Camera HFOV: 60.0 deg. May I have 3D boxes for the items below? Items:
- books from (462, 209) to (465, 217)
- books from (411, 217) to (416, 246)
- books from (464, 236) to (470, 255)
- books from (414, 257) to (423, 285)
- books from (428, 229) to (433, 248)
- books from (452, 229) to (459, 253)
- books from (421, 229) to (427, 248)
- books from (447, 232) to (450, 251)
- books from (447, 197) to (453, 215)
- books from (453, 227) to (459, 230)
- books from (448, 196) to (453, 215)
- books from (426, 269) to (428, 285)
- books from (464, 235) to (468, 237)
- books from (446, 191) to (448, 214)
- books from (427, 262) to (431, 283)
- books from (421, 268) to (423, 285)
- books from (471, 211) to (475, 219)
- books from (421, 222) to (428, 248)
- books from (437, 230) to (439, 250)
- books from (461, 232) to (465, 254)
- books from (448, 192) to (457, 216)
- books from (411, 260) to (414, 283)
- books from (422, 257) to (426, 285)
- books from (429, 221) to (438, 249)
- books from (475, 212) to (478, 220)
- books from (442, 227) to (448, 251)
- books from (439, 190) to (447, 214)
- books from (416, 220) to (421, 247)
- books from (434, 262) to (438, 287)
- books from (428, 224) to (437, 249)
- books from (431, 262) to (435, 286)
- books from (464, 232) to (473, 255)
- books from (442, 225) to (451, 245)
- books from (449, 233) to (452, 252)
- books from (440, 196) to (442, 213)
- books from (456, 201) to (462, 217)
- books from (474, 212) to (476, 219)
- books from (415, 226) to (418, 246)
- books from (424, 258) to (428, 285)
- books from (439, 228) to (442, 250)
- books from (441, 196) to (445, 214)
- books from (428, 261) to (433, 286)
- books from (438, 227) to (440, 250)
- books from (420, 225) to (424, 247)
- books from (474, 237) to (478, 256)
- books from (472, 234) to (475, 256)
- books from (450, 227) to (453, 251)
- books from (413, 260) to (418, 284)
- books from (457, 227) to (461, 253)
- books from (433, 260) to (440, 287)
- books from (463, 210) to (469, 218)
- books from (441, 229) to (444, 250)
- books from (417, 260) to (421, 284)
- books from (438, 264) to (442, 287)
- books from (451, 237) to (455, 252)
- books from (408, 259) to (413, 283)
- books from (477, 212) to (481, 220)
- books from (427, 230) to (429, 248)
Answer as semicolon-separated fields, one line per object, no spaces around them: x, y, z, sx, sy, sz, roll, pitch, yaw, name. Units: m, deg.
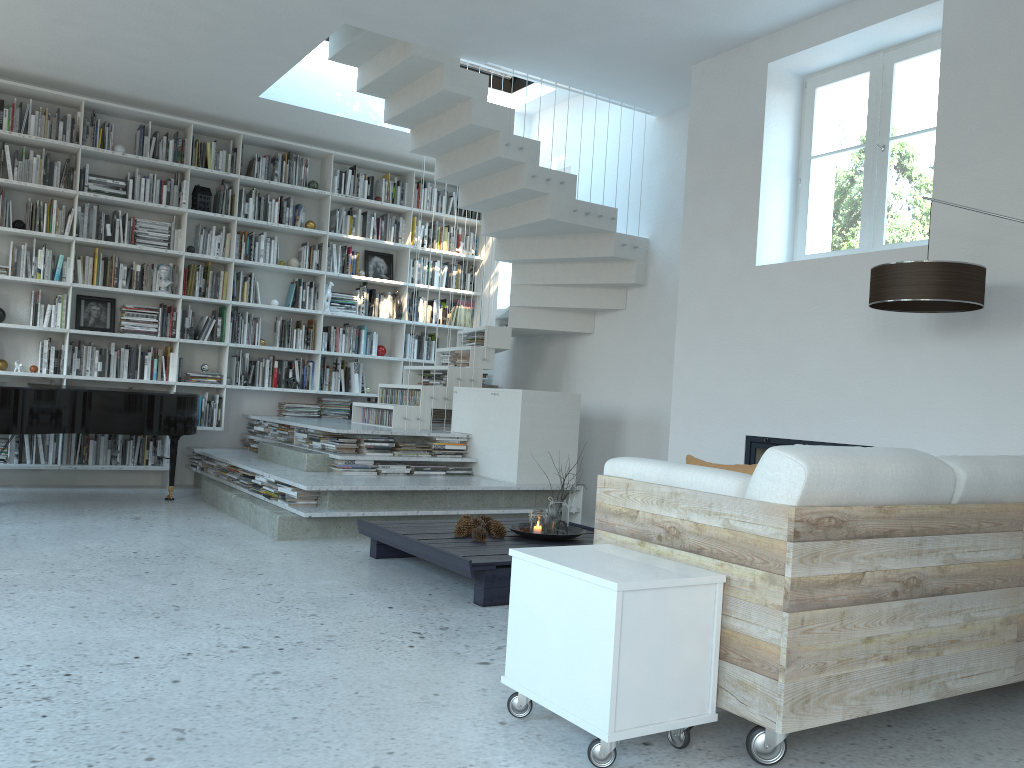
-0.536;-1.805;9.168;0.068;0.247;0.160;4;-1;-33;books
-1.000;-1.497;8.777;0.010;0.294;0.183;4;-1;-33;books
-0.501;-1.418;9.195;0.023;0.213;0.180;4;-1;-33;books
-0.947;-1.120;8.899;0.014;0.285;0.185;4;-1;-33;books
-0.844;-1.444;8.902;0.025;0.211;0.134;4;-1;-33;books
-0.604;-1.449;9.123;0.022;0.261;0.160;4;-1;-33;books
-0.904;-1.440;8.837;0.024;0.193;0.189;4;-1;-33;books
-0.693;-1.436;9.066;0.023;0.220;0.171;4;-1;-33;books
-0.670;-1.798;9.082;0.057;0.212;0.163;4;-1;-33;books
-0.600;-1.465;9.150;0.011;0.294;0.151;4;-1;-33;books
-0.648;-1.808;9.112;0.010;0.235;0.131;4;-1;-33;books
-0.897;-1.062;8.967;0.027;0.179;0.157;4;-1;-33;books
-0.495;-1.424;9.228;0.023;0.228;0.131;4;-1;-33;books
-0.701;-1.826;9.066;0.015;0.263;0.143;4;-1;-33;books
-0.871;-1.101;8.967;0.013;0.260;0.158;4;-1;-33;books
-0.950;-1.072;8.937;0.028;0.191;0.136;4;-1;-33;books
-0.439;-1.818;9.203;0.014;0.286;0.189;4;-1;-33;books
-0.891;-1.474;8.862;0.023;0.263;0.158;4;-1;-33;books
-0.785;-1.437;8.927;0.014;0.206;0.184;4;-1;-33;books
-0.539;-1.441;9.172;0.070;0.254;0.154;4;-1;-33;books
-0.617;-1.826;9.127;0.069;0.277;0.131;4;-1;-33;books
-1.033;-1.108;8.882;0.026;0.250;0.160;4;-1;-33;books
-0.922;-1.123;8.946;0.022;0.297;0.162;4;-1;-33;books
-0.795;-1.483;8.915;0.022;0.296;0.152;4;-1;-33;books
-0.407;-1.796;9.244;0.014;0.248;0.185;4;-1;-33;books
-0.731;-1.450;8.984;0.042;0.242;0.247;4;-1;-33;books
-0.714;-1.837;9.063;0.012;0.285;0.159;4;-1;-33;books
-0.961;-1.479;8.793;0.026;0.263;0.189;4;-1;-33;books
-0.813;-1.098;9.000;0.022;0.262;0.172;4;-1;-33;books
-0.812;-1.463;8.899;0.023;0.253;0.189;4;-1;-33;books
-0.834;-1.098;8.990;0.024;0.259;0.156;4;-1;-33;books
-0.464;-1.437;9.230;0.029;0.258;0.163;4;-1;-33;books
-0.681;-1.472;9.082;0.010;0.295;0.165;4;-1;-33;books
-0.666;-1.430;9.077;0.013;0.213;0.186;4;-1;-33;books
-0.759;-1.811;9.043;0.014;0.226;0.133;4;-1;-33;books
-0.567;-1.781;9.130;0.024;0.193;0.186;4;-1;-33;books
-0.429;-1.765;9.228;0.036;0.183;0.161;4;-1;-33;books
-0.988;-1.452;8.786;0.024;0.205;0.165;4;-1;-33;books
-0.902;-1.120;8.946;0.012;0.293;0.165;4;-1;-33;books
-0.758;-1.451;8.952;0.012;0.237;0.165;4;-1;-33;books
-0.735;-1.801;9.042;0.026;0.208;0.163;4;-1;-33;books
-0.859;-1.105;8.985;0.025;0.271;0.152;4;-1;-33;books
-0.772;-1.454;8.942;0.022;0.242;0.144;4;-1;-33;books
-0.937;-1.457;8.822;0.049;0.223;0.161;4;-1;-33;books
-0.405;-1.412;9.246;0.011;0.216;0.170;4;-1;-33;books
-0.435;-1.429;9.248;0.040;0.246;0.160;4;-1;-33;books
-0.662;-1.463;9.109;0.024;0.281;0.153;4;-1;-33;books
-0.997;-1.105;8.871;0.023;0.247;0.182;4;-1;-33;books
-0.580;-1.460;9.150;0.023;0.287;0.163;4;-1;-33;books
-0.793;-1.107;9.019;0.030;0.283;0.166;4;-1;-33;books
-0.493;-1.787;9.173;0.012;0.216;0.192;4;-1;-33;books
-0.743;-1.442;8.950;0.013;0.222;0.174;4;-1;-33;books
-0.973;-1.107;8.900;0.026;0.256;0.173;4;-1;-33;books
-0.760;-1.089;9.057;0.012;0.254;0.161;4;-1;-33;books
-0.640;-1.412;9.124;0.034;0.182;0.156;4;-1;-33;books
-1.042;-1.111;8.861;0.012;0.254;0.161;4;-1;-33;books
-0.384;-1.789;9.244;0.025;0.237;0.187;4;-1;-33;books
-0.889;-1.440;8.913;0.038;0.199;0.170;4;-1;-33;books
